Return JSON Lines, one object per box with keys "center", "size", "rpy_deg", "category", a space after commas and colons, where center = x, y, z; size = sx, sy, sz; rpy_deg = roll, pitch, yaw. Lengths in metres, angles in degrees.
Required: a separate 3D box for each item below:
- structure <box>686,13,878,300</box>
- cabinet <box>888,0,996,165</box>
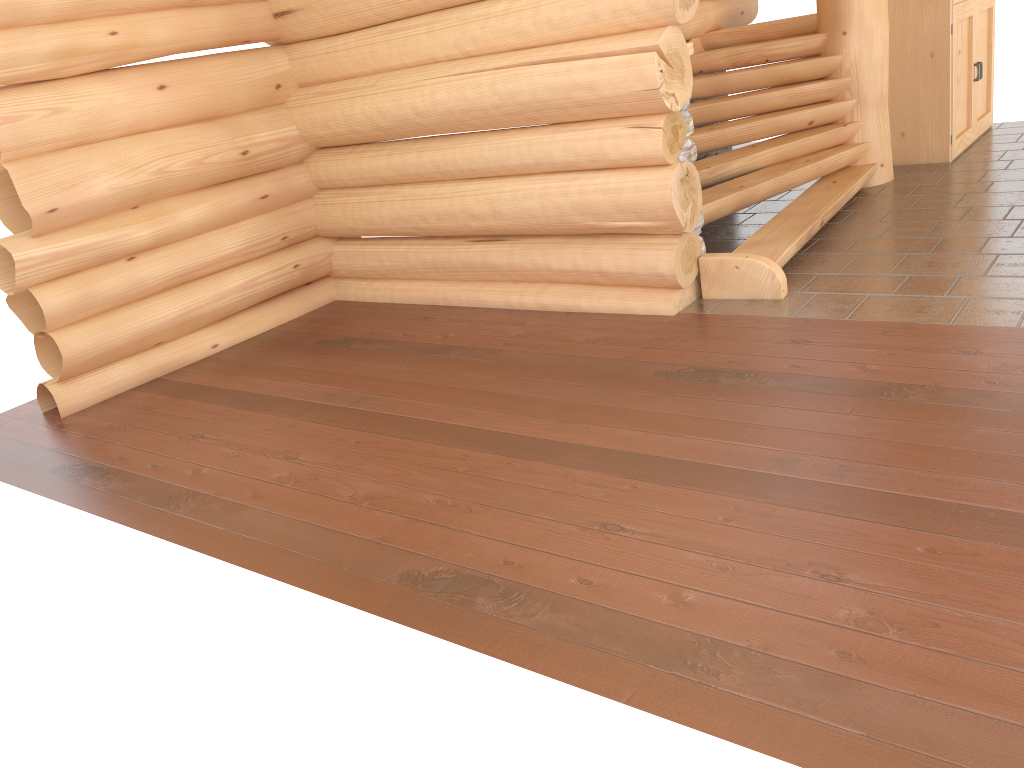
{"center": [1.563, -2.014, 6.901], "size": [1.951, 1.643, 3.604], "rpy_deg": [3, 25, 32], "category": "structure"}
{"center": [4.058, -3.471, 8.345], "size": [0.670, 2.403, 1.847], "rpy_deg": [7, 27, 37], "category": "cabinet"}
